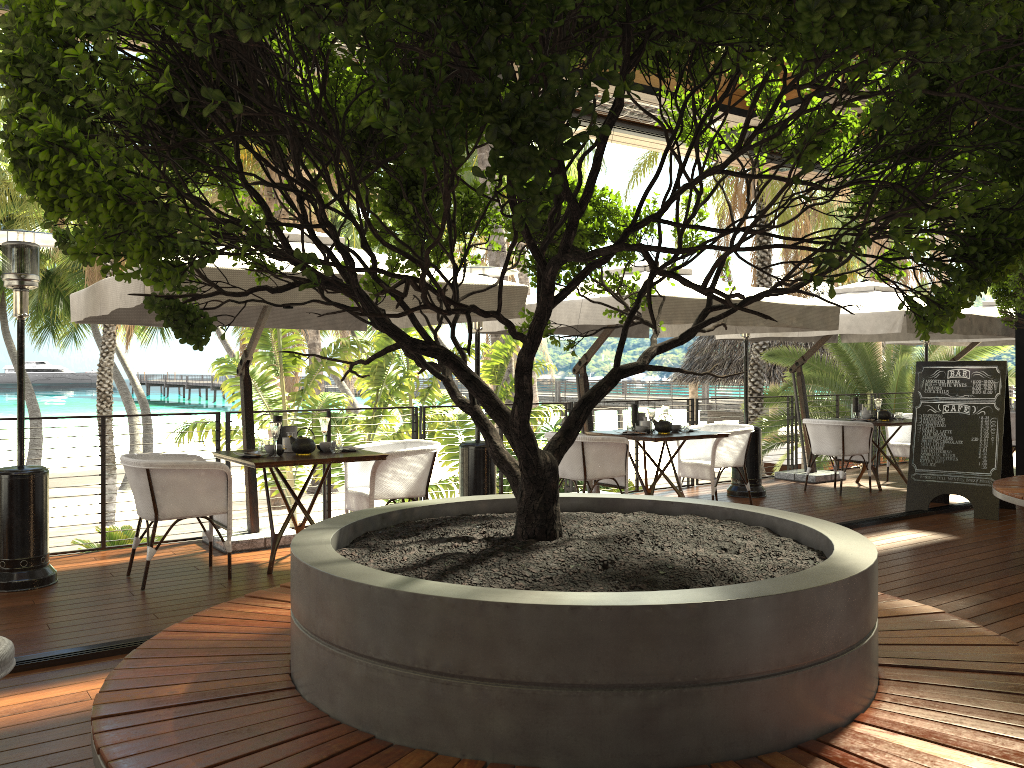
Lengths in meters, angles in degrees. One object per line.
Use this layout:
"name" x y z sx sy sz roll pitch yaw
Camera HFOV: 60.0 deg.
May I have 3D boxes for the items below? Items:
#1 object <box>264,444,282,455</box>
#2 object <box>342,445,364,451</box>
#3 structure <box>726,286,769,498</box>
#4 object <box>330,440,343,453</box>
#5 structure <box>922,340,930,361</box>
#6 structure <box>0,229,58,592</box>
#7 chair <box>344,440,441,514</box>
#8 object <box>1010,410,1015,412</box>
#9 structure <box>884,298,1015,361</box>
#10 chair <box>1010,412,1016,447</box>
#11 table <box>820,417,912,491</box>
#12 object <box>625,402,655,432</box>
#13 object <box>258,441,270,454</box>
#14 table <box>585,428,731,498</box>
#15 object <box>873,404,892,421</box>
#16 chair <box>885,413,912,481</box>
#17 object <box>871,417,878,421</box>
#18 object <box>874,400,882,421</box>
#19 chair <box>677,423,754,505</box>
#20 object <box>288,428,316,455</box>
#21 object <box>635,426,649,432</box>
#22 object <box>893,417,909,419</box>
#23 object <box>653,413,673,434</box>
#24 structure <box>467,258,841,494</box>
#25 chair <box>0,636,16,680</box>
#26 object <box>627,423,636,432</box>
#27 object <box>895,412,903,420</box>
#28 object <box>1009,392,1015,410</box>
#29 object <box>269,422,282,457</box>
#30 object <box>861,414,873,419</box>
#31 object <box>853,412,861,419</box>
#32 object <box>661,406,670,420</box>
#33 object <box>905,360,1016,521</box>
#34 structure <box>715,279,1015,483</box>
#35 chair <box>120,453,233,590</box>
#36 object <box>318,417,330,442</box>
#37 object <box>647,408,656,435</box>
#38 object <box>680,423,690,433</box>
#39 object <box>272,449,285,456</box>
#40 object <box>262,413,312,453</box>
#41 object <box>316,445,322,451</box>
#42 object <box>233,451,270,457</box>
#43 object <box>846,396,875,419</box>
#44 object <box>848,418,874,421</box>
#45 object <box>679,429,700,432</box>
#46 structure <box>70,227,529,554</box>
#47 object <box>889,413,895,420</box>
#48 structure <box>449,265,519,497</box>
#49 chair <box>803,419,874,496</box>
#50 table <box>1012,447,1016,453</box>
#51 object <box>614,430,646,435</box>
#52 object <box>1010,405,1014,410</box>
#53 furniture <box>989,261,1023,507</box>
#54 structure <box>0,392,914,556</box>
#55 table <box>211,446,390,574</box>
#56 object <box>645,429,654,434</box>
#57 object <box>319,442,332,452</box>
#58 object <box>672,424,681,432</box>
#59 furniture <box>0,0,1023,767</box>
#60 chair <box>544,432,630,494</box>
"object" -1.610 0.444 5.976 0.116 0.065 0.116 -1 1 -36
"object" -1.180 0.458 6.300 0.170 0.025 0.294 -1 1 -35
"structure" 2.449 0.067 9.275 0.699 2.192 0.699 0 0 43
"object" -1.205 0.431 6.089 0.086 0.086 0.086 0 0 -30
"structure" 5.241 0.030 11.213 0.699 2.192 0.699 0 0 43
"structure" -3.030 0.138 5.472 0.699 2.192 0.699 0 0 43
"chair" -0.853 0.823 6.490 0.617 0.788 0.627 0 0 -34
"object" 6.635 0.357 11.641 0.170 0.025 0.294 -1 1 -35
"structure" 6.776 -0.048 11.921 2.414 2.333 2.413 0 0 -35
"chair" 6.238 0.729 11.442 0.617 0.788 0.627 0 0 -34
"table" 4.094 0.776 9.960 0.931 0.749 0.931 0 1 -35
"object" 1.185 0.304 8.170 0.263 0.264 0.263 0 0 10
"object" -1.689 0.432 6.055 0.086 0.086 0.086 0 0 -30
"table" 1.313 0.812 8.029 0.931 0.749 0.931 0 1 -35
"object" 4.132 0.313 9.852 0.163 0.179 0.168 0 0 -37
"chair" 4.771 0.749 10.394 0.617 0.788 0.627 0 0 -34
"object" 3.991 0.384 9.745 0.080 0.042 0.080 -1 1 -43
"object" 3.993 0.290 9.664 0.082 0.227 0.082 0 0 -34
"chair" 1.953 0.786 8.438 0.617 0.788 0.627 0 0 -34
"object" -1.413 0.386 6.000 0.168 0.179 0.163 0 0 -33
"object" 1.158 0.408 7.897 0.116 0.065 0.116 -1 1 -36
"object" 4.365 0.386 10.148 0.170 0.025 0.294 -1 1 -35
"object" 1.355 0.350 7.921 0.168 0.179 0.163 0 0 -33
"structure" 1.227 0.024 8.069 2.414 2.333 2.413 0 0 -35
"chair" -1.276 0.903 1.583 0.617 0.788 0.627 0 0 11
"object" 1.079 0.396 7.976 0.086 0.086 0.086 0 0 -30
"object" 4.339 0.358 9.938 0.086 0.086 0.086 0 0 -30
"object" 6.764 0.231 12.042 0.263 0.264 0.263 0 0 10
"object" -1.551 0.362 5.815 0.082 0.227 0.082 0 0 -34
"object" 3.934 0.372 9.825 0.116 0.065 0.116 -1 1 -31
"object" 3.855 0.359 9.903 0.086 0.086 0.086 0 0 -30
"object" 1.428 0.318 8.252 0.082 0.227 0.082 0 0 -34
"object" 4.171 0.482 8.242 0.768 1.397 0.771 0 0 40
"structure" 4.001 -0.012 9.995 2.414 2.333 2.413 0 0 -35
"chair" -2.143 0.839 5.625 0.617 0.788 0.627 0 0 -34
"object" -1.340 0.354 6.331 0.082 0.227 0.082 0 0 -34
"object" 1.217 0.326 7.737 0.082 0.227 0.082 0 0 44
"object" 1.563 0.394 8.011 0.086 0.086 0.086 0 0 -30
"object" -1.553 0.457 5.896 0.080 0.042 0.080 0 1 17
"object" -1.583 0.341 6.248 0.263 0.264 0.263 0 0 10
"object" -1.340 0.451 6.252 0.080 0.042 0.080 0 1 17
"object" -1.711 0.466 5.848 0.170 0.025 0.294 -1 1 -35
"object" 3.962 0.268 10.097 0.263 0.264 0.263 0 0 10
"object" 3.833 0.394 9.696 0.170 0.025 0.294 -1 1 -35
"object" 1.588 0.422 8.221 0.170 0.025 0.294 -1 1 -35
"structure" -1.547 0.060 6.144 2.414 2.333 2.413 0 0 -35
"object" 4.263 0.368 10.019 0.116 0.065 0.116 -1 1 -31
"structure" -0.287 0.102 7.377 0.699 2.192 0.699 0 0 43
"chair" 3.481 0.765 9.529 0.617 0.788 0.627 0 0 -34
"table" 6.876 0.739 11.891 0.931 0.749 0.931 0 1 -35
"object" 1.057 0.430 7.769 0.170 0.025 0.294 -1 1 -35
"object" 6.657 0.323 11.848 0.086 0.086 0.086 0 0 -30
"furniture" 4.416 -0.115 5.435 2.569 2.722 2.719 0 0 20
"structure" -2.980 0.805 6.493 26.267 1.153 0.163 -1 0 -35
"table" -1.469 0.848 6.098 0.931 0.749 0.931 0 1 -35
"object" 1.215 0.420 7.817 0.080 0.042 0.080 0 1 17
"object" -1.282 0.440 6.171 0.116 0.065 0.116 -1 1 -36
"object" 1.486 0.404 8.092 0.116 0.065 0.116 -1 1 -36
"furniture" 0.118 -0.060 2.537 2.694 2.722 2.616 0 1 -44
"chair" 0.615 0.803 7.539 0.617 0.788 0.627 0 0 -34
